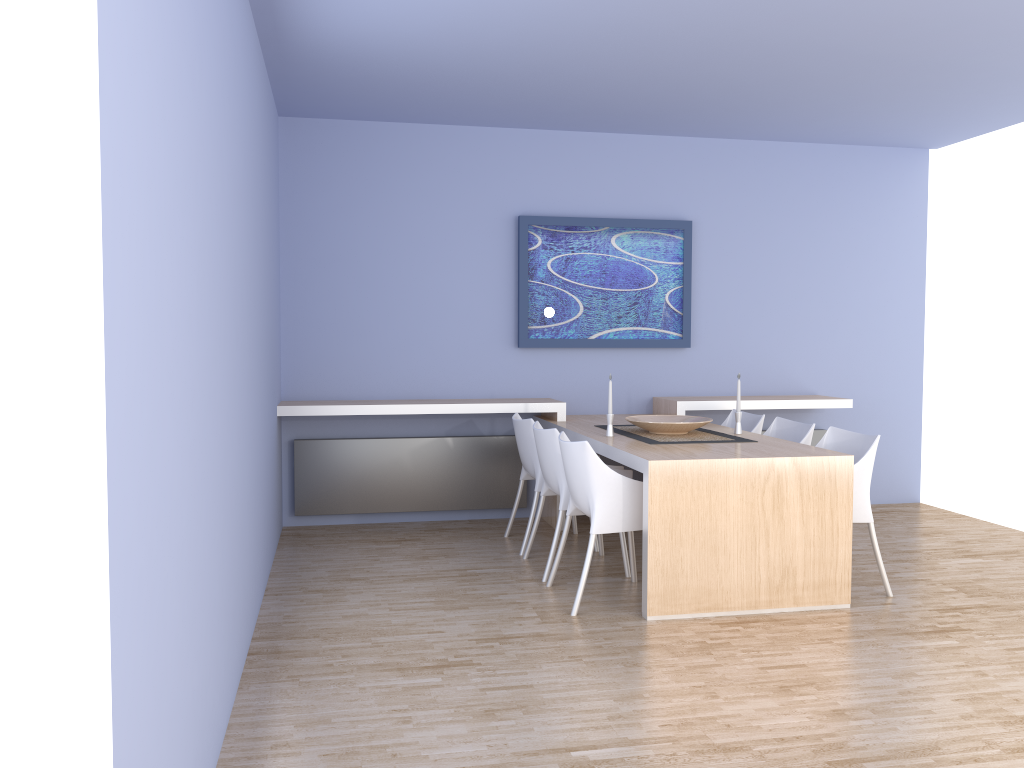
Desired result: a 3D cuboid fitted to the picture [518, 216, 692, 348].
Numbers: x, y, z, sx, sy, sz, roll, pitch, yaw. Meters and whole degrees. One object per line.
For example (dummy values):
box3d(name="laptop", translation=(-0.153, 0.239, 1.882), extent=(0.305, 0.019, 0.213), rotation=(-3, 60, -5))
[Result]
box3d(name="picture", translation=(0.660, -0.705, 6.215), extent=(1.252, 0.901, 0.049), rotation=(0, 3, -11))

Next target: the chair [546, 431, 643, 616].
box3d(name="chair", translation=(0.458, 0.642, 4.295), extent=(0.486, 0.793, 0.510), rotation=(0, 3, -11))

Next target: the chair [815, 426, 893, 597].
box3d(name="chair", translation=(1.584, 0.633, 4.519), extent=(0.486, 0.793, 0.510), rotation=(0, 3, -11))

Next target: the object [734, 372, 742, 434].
box3d(name="object", translation=(1.287, 0.108, 5.037), extent=(0.045, 0.349, 0.045), rotation=(0, 3, -11))

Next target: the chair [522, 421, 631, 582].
box3d(name="chair", translation=(0.346, 0.613, 4.857), extent=(0.486, 0.793, 0.510), rotation=(0, 3, -11))

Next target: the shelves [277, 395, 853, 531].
box3d(name="shelves", translation=(0.415, 0.528, 6.044), extent=(3.901, 0.840, 0.463), rotation=(0, 3, -11))

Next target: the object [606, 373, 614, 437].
box3d(name="object", translation=(0.541, 0.114, 4.889), extent=(0.045, 0.349, 0.045), rotation=(2, 3, 30))

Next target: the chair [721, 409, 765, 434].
box3d(name="chair", translation=(1.352, 0.573, 5.678), extent=(0.486, 0.793, 0.510), rotation=(0, 3, -11))

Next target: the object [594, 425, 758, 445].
box3d(name="object", translation=(0.896, 0.280, 5.058), extent=(0.594, 0.005, 0.986), rotation=(0, 3, -12))

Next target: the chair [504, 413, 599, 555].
box3d(name="chair", translation=(0.234, 0.584, 5.420), extent=(0.486, 0.793, 0.510), rotation=(0, 3, -11))

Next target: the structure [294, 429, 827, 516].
box3d(name="structure", translation=(0.445, 0.604, 6.239), extent=(3.843, 0.503, 0.064), rotation=(0, 3, -11))

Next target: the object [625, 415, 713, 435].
box3d(name="object", translation=(0.892, 0.237, 5.058), extent=(0.493, 0.081, 0.493), rotation=(1, 3, 7))

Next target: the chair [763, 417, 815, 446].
box3d(name="chair", translation=(1.467, 0.603, 5.102), extent=(0.486, 0.793, 0.510), rotation=(0, 3, -11))

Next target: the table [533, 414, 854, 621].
box3d(name="table", translation=(0.866, 0.635, 5.179), extent=(1.002, 0.718, 2.340), rotation=(0, 3, -11))
